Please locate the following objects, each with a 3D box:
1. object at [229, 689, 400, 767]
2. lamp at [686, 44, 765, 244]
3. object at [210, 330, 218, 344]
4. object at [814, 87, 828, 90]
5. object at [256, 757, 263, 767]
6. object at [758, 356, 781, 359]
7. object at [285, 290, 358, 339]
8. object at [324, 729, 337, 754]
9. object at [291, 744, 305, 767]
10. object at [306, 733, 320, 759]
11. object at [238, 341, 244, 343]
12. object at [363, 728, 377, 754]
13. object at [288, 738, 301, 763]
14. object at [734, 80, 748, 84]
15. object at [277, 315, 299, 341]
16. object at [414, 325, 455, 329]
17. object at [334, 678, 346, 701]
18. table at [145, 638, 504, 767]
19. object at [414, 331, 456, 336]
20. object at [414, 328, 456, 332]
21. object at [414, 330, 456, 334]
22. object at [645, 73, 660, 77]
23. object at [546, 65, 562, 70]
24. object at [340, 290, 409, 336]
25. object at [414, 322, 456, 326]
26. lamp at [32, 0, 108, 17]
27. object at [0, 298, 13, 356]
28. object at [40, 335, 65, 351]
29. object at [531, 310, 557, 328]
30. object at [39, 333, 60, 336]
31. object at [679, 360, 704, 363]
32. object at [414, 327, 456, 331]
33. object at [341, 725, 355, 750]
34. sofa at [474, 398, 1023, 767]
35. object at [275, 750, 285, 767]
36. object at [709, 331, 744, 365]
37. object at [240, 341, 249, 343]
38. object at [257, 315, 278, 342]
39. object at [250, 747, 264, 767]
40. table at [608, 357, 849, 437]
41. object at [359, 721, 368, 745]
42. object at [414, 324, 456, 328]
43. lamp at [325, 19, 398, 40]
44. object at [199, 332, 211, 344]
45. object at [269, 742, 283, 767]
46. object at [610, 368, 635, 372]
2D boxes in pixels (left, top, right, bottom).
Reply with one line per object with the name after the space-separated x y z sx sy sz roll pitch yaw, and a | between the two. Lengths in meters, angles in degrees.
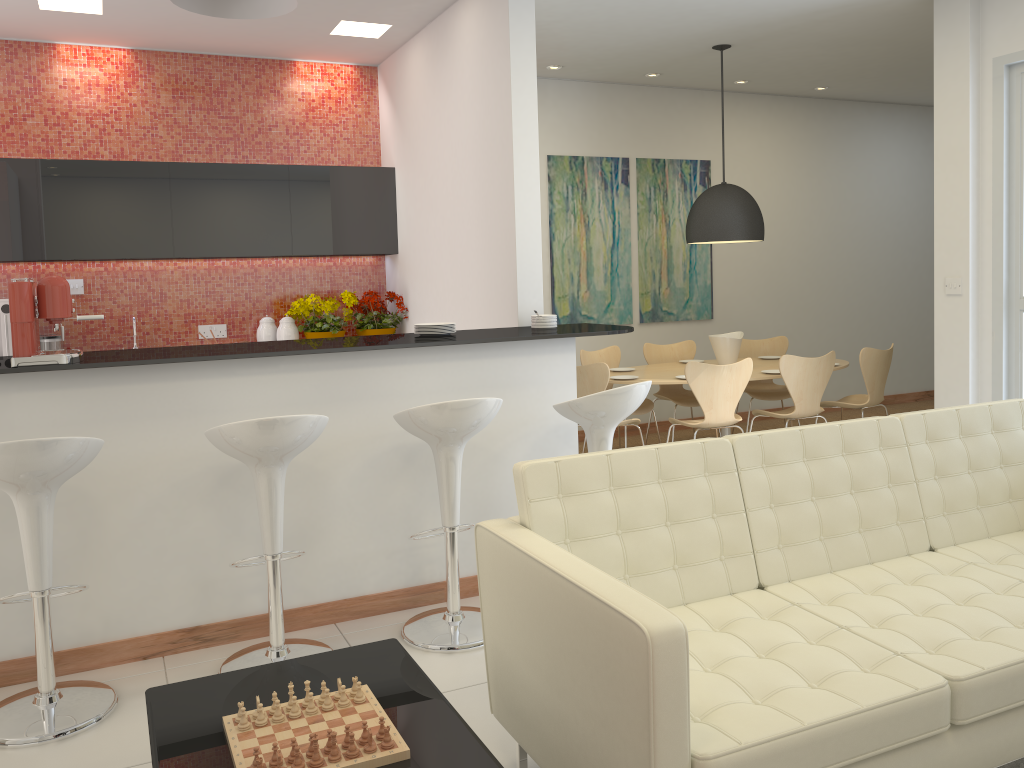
-0.466 0.813 2.066 0.347 0.001 0.351 -5 8 -24 | object
1.628 -1.841 6.820 0.595 1.488 0.596 -3 4 -22 | lamp
-2.102 -0.290 6.309 0.140 0.194 0.009 1 5 35 | object
2.954 -2.823 8.458 0.129 0.010 0.130 1 7 20 | object
-0.536 0.817 1.880 0.030 0.044 0.030 -3 5 -17 | object
2.205 -0.223 7.548 0.210 0.015 0.211 5 9 43 | object
-1.408 -0.470 6.570 0.523 0.447 0.505 -4 6 -22 | object
-0.407 0.798 1.982 0.030 0.049 0.030 -3 5 -17 | object
-0.463 0.805 1.913 0.030 0.054 0.030 -3 5 -17 | object
-0.444 0.801 1.966 0.030 0.049 0.030 -3 5 -17 | object
-1.989 -0.306 6.490 0.008 0.009 0.235 -2 7 0 | object
-0.318 0.794 1.979 0.030 0.052 0.030 -3 5 -17 | object
-0.480 0.804 1.949 0.030 0.049 0.030 -3 5 -17 | object
2.084 -2.748 8.061 0.129 0.010 0.130 1 7 20 | object
-1.639 -0.364 6.470 0.159 0.282 0.160 0 5 27 | object
-0.384 -0.280 4.418 0.210 0.015 0.211 1 7 19 | object
-0.435 0.767 2.233 0.030 0.052 0.030 -5 5 -32 | object
-0.469 1.040 2.115 0.702 0.420 0.920 -5 7 -24 | table
-0.383 -0.252 4.420 0.210 0.015 0.211 1 7 19 | object
-0.384 -0.266 4.419 0.210 0.015 0.211 1 7 19 | object
-0.383 -0.259 4.419 0.210 0.015 0.211 1 7 19 | object
1.215 -2.673 7.664 0.129 0.010 0.130 1 7 20 | object
0.346 -2.598 7.267 0.129 0.010 0.130 1 7 20 | object
-1.027 -0.504 6.748 0.504 0.447 0.523 -7 8 -44 | object
-0.384 -0.294 4.417 0.210 0.015 0.211 1 7 19 | object
-2.636 -2.286 5.283 0.409 0.034 0.410 -5 8 -24 | lamp
-3.553 -0.299 5.668 0.723 0.469 0.437 -4 6 -24 | object
-3.044 -0.212 5.853 0.172 0.215 0.172 -2 5 -6 | object
0.158 -0.354 4.762 0.173 0.097 0.140 -6 7 -32 | object
-3.177 -0.232 6.048 0.172 0.215 0.172 -2 5 -6 | object
1.506 -0.186 7.427 0.210 0.015 0.211 -3 7 -7 | object
-0.384 -0.273 4.418 0.210 0.015 0.211 1 7 19 | object
-0.371 0.795 1.999 0.030 0.049 0.030 -3 5 -17 | object
1.261 0.643 2.835 2.568 0.919 1.004 -5 6 -24 | sofa
-0.500 0.810 1.896 0.030 0.052 0.030 -3 5 -17 | object
1.674 -0.261 6.911 0.271 0.279 0.262 -1 5 11 | object
-1.973 -0.304 6.467 0.008 0.009 0.235 -1 7 5 | object
-1.809 -0.369 6.556 0.159 0.282 0.160 0 5 27 | object
-0.553 0.810 1.916 0.030 0.049 0.030 -3 5 -17 | object
1.673 0.239 6.952 2.265 0.726 1.284 -5 7 -24 | table
-0.335 0.792 2.016 0.030 0.049 0.030 -3 5 -17 | object
-0.384 -0.287 4.417 0.210 0.015 0.211 1 7 19 | object
-1.030 -2.424 6.017 0.409 0.034 0.410 -5 8 -24 | lamp
-2.123 -0.281 6.249 0.164 0.177 0.011 -3 4 -11 | object
-0.516 0.807 1.933 0.030 0.049 0.030 -3 5 -17 | object
0.865 -0.110 6.962 0.210 0.015 0.211 -2 7 -3 | object
